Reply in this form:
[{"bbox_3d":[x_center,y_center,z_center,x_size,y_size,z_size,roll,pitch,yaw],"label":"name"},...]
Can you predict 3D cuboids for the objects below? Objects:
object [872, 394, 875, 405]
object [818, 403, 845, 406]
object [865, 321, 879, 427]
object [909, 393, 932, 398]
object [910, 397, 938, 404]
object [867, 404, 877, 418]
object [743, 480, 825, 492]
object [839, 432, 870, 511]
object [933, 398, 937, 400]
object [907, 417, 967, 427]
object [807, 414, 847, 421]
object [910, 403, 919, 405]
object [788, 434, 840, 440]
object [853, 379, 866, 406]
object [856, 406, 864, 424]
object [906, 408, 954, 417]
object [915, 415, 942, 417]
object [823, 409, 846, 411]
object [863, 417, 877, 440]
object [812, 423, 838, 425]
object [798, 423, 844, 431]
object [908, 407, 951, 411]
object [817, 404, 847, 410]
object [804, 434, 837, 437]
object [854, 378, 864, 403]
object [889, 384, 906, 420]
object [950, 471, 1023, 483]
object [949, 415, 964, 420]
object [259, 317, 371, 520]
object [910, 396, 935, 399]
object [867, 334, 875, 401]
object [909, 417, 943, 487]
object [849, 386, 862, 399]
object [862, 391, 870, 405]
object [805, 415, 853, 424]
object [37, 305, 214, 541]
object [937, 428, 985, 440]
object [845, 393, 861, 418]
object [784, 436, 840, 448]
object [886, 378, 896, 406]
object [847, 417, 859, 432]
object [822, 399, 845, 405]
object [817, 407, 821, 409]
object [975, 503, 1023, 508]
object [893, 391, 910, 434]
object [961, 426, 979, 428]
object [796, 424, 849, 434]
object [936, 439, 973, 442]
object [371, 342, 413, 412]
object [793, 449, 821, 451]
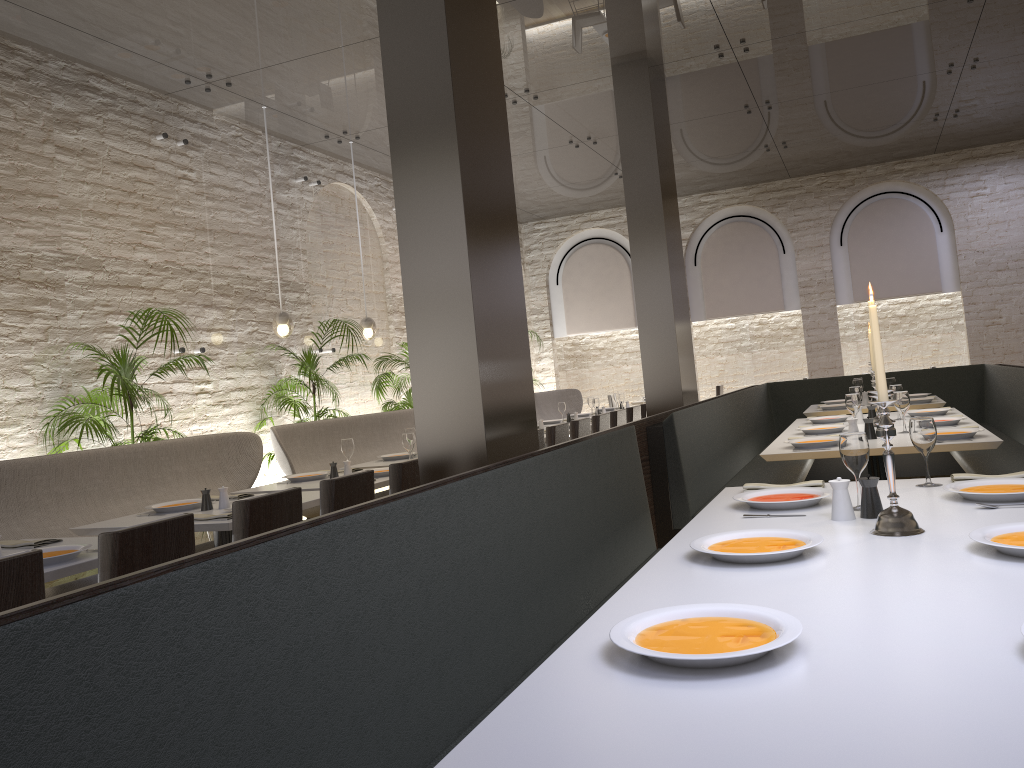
[{"bbox_3d":[3.166,0.120,7.724,0.069,0.127,0.068,-5,-2,-26],"label":"object"},{"bbox_3d":[2.921,0.193,8.023,0.272,0.033,0.143,-6,0,22],"label":"object"},{"bbox_3d":[2.251,-0.066,5.503,0.131,0.658,0.390,-7,-2,33],"label":"object"},{"bbox_3d":[3.645,0.117,8.064,0.322,0.036,0.321,-5,0,-20],"label":"object"},{"bbox_3d":[3.367,0.143,7.372,0.321,0.036,0.321,-5,0,-2],"label":"object"},{"bbox_3d":[2.361,0.196,5.807,0.068,0.127,0.069,-6,-2,16],"label":"object"},{"bbox_3d":[0.987,0.370,3.215,0.272,0.033,0.143,-6,0,22],"label":"object"},{"bbox_3d":[1.046,0.264,2.688,0.086,0.231,0.086,-7,-3,34],"label":"object"},{"bbox_3d":[3.496,0.138,7.619,0.272,0.033,0.143,-6,0,22],"label":"object"},{"bbox_3d":[2.494,0.226,5.199,0.320,0.036,0.322,-6,0,42],"label":"object"},{"bbox_3d":[2.333,0.249,6.560,0.272,0.033,0.143,-6,0,22],"label":"object"},{"bbox_3d":[3.297,0.157,7.204,0.181,0.015,0.038,-6,0,23],"label":"object"},{"bbox_3d":[1.705,0.308,4.999,0.272,0.033,0.143,-6,0,22],"label":"object"},{"bbox_3d":[3.015,0.078,7.702,0.086,0.231,0.086,-4,-3,-32],"label":"object"},{"bbox_3d":[2.286,0.204,5.841,0.068,0.127,0.069,-6,-2,16],"label":"object"},{"bbox_3d":[2.811,0.196,5.989,0.321,0.036,0.321,-6,0,18],"label":"object"},{"bbox_3d":[2.739,0.210,5.816,0.181,0.015,0.038,-6,0,23],"label":"object"},{"bbox_3d":[2.699,0.218,7.420,0.185,0.010,0.017,-6,-1,22],"label":"object"},{"bbox_3d":[1.921,0.238,4.762,0.069,0.127,0.068,-4,-2,-37],"label":"object"},{"bbox_3d":[2.141,0.271,6.032,0.185,0.010,0.017,-6,-1,22],"label":"object"},{"bbox_3d":[2.012,0.279,5.763,0.272,0.033,0.143,-6,0,22],"label":"object"},{"bbox_3d":[2.968,0.188,6.305,0.272,0.033,0.143,-6,0,22],"label":"object"},{"bbox_3d":[2.782,0.199,7.609,0.321,0.036,0.321,-5,0,-2],"label":"object"},{"bbox_3d":[1.820,0.301,5.234,0.185,0.010,0.017,-6,-1,22],"label":"object"},{"bbox_3d":[3.185,0.062,8.124,0.086,0.231,0.086,-4,-3,-32],"label":"object"},{"bbox_3d":[2.546,0.121,5.853,0.086,0.231,0.086,-7,-3,34],"label":"object"},{"bbox_3d":[1.622,0.309,2.960,0.272,0.033,0.143,-6,0,22],"label":"object"},{"bbox_3d":[2.647,0.218,5.507,0.272,0.033,0.143,-6,0,22],"label":"object"},{"bbox_3d":[-1.745,0.433,7.865,1.190,1.978,1.142,-4,-2,-37],"label":"object"},{"bbox_3d":[3.554,0.132,7.762,0.272,0.033,0.143,-6,0,22],"label":"object"},{"bbox_3d":[3.197,-0.155,7.855,0.131,0.658,0.390,-7,-2,33],"label":"object"},{"bbox_3d":[1.401,0.230,3.005,0.086,0.231,0.086,-7,-3,34],"label":"object"},{"bbox_3d":[2.417,0.134,6.215,0.086,0.231,0.086,-7,-3,34],"label":"object"},{"bbox_3d":[3.101,0.126,7.776,0.069,0.127,0.068,-5,-2,-26],"label":"object"},{"bbox_3d":[2.226,0.252,6.226,0.321,0.036,0.321,-6,0,18],"label":"object"},{"bbox_3d":[-2.533,0.508,5.905,1.190,1.978,1.142,-4,-2,-37],"label":"object"},{"bbox_3d":[2.185,0.255,4.432,0.321,0.036,0.321,-5,0,-2],"label":"object"},{"bbox_3d":[2.007,0.173,5.194,0.086,0.231,0.086,-6,-2,22],"label":"object"},{"bbox_3d":[1.601,0.311,4.669,0.321,0.036,0.322,-6,0,20],"label":"object"},{"bbox_3d":[3.144,0.065,7.340,0.086,0.231,0.086,-4,-3,-32],"label":"object"},{"bbox_3d":[1.864,0.243,4.838,0.069,0.127,0.068,-4,-3,-45],"label":"object"},{"bbox_3d":[3.061,0.173,8.301,0.321,0.036,0.321,-6,0,18],"label":"object"},{"bbox_3d":[2.863,0.199,7.880,0.272,0.033,0.143,-6,0,22],"label":"object"},{"bbox_3d":[1.394,0.337,2.471,0.181,0.015,0.038,-6,0,23],"label":"object"},{"bbox_3d":[2.174,0.157,4.927,0.086,0.231,0.086,-4,-2,-26],"label":"object"},{"bbox_3d":[2.340,0.247,4.743,0.272,0.033,0.143,-6,0,22],"label":"object"},{"bbox_3d":[1.909,0.282,5.437,0.320,0.036,0.322,-6,0,42],"label":"object"},{"bbox_3d":[2.111,0.270,4.255,0.181,0.015,0.038,-6,0,23],"label":"object"},{"bbox_3d":[-0.997,0.362,9.731,1.146,1.978,1.185,-5,-2,-27],"label":"object"},{"bbox_3d":[1.513,0.330,4.470,0.185,0.010,0.017,-6,-1,22],"label":"object"}]
